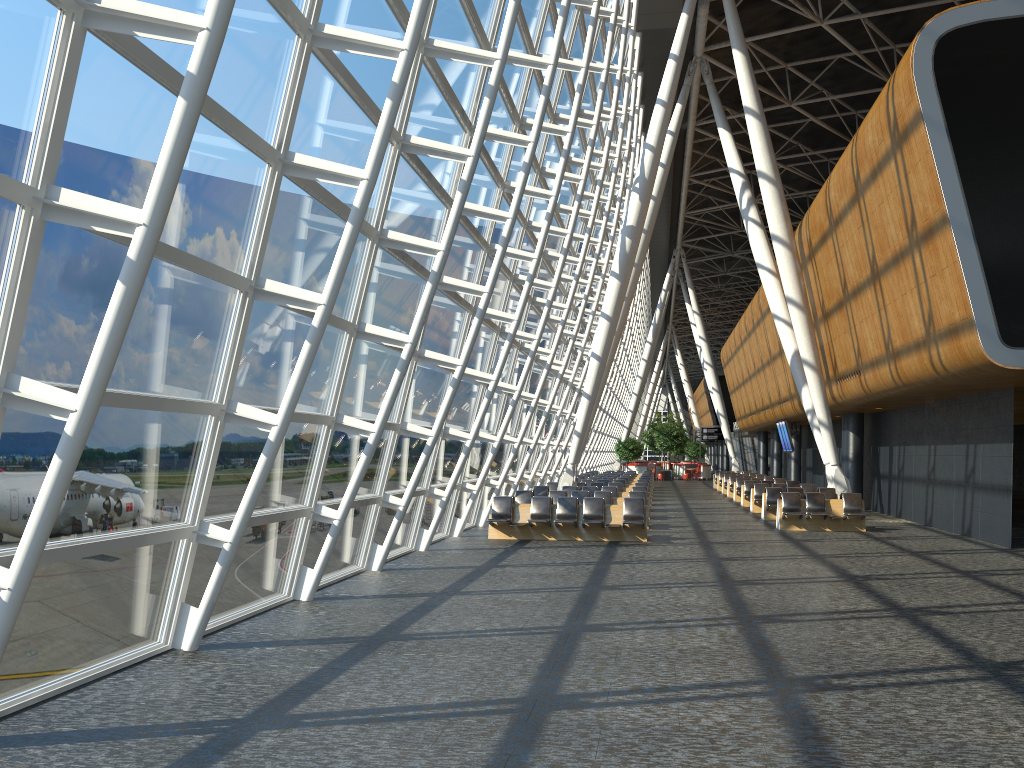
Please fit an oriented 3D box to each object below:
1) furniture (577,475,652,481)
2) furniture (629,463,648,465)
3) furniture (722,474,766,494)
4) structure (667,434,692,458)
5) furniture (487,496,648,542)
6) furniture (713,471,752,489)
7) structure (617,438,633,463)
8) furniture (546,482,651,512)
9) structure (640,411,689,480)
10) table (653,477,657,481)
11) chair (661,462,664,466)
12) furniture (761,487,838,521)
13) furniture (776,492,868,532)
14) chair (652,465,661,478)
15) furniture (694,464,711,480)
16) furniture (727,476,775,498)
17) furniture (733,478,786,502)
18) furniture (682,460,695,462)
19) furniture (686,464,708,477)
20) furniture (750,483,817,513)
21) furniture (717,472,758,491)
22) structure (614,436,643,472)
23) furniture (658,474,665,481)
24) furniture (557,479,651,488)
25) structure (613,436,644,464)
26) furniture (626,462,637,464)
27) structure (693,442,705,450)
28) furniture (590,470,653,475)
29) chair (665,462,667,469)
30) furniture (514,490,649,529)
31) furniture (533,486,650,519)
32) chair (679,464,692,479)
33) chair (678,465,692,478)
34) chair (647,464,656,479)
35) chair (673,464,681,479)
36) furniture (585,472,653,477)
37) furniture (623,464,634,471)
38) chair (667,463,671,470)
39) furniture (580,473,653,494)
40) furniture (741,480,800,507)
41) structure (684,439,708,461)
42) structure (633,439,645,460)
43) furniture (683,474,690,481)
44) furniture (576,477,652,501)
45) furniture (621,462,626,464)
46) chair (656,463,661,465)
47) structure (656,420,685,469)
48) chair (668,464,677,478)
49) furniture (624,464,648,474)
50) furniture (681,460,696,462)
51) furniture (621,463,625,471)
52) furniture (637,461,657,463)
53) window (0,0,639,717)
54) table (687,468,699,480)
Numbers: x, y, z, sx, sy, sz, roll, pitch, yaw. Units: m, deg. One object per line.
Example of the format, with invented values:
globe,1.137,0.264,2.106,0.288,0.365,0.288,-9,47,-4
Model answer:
furniture,4.093,4.161,36.044,3.251,0.870,1.662,-1,-3,9
furniture,9.425,6.354,65.183,0.888,1.009,2.831,1,-4,-23
furniture,10.117,4.352,38.328,1.896,0.870,1.662,0,-3,9
structure,13.292,5.531,70.299,2.279,3.484,2.217,0,0,22
furniture,1.165,2.780,18.292,3.251,0.870,1.662,-1,-3,9
furniture,11.093,4.812,44.245,1.896,0.870,1.662,0,-3,9
structure,8.915,5.569,66.642,1.756,2.819,1.803,0,0,-33
furniture,2.629,3.471,27.168,3.251,0.870,1.662,-1,-3,9
structure,10.091,4.135,59.220,3.092,4.541,5.806,0,-2,2
table,9.068,5.800,56.364,0.798,0.751,0.799,1,-2,-19
chair,12.732,7.195,75.949,0.660,1.012,0.622,0,0,-6
furniture,7.678,3.201,23.534,1.896,0.870,1.662,0,-3,9
furniture,7.190,2.971,20.576,1.896,0.870,1.662,0,-3,9
chair,9.287,5.751,57.400,0.660,1.012,0.622,0,0,34
furniture,12.550,5.787,57.770,0.888,1.008,2.831,0,-4,22
furniture,9.629,4.121,35.369,1.896,0.870,1.662,0,-3,9
furniture,9.141,3.891,32.410,1.896,0.870,1.662,0,-3,9
furniture,20.912,9.442,103.782,1.896,0.870,1.662,0,-3,9
furniture,12.517,6.016,60.726,0.888,1.009,2.831,1,-4,-23
furniture,8.166,3.431,26.493,1.896,0.870,1.662,0,-3,9
furniture,10.605,4.582,41.286,1.896,0.870,1.662,0,-3,9
structure,7.441,4.782,56.289,1.732,2.785,1.779,0,0,-33
furniture,9.496,5.925,56.088,0.443,0.461,0.443,1,-2,-38
furniture,3.117,3.701,30.127,3.251,0.870,1.662,-1,-3,9
structure,7.825,4.910,59.165,1.918,2.975,1.863,0,0,-17
furniture,9.392,6.583,68.140,0.888,1.008,2.831,0,-4,22
structure,15.896,6.283,76.838,1.883,3.002,1.934,0,0,-33
furniture,5.556,4.851,44.920,3.251,0.870,1.662,-1,-3,9
chair,12.827,6.911,72.285,0.660,1.012,0.622,0,0,-6
furniture,1.653,3.011,21.251,3.251,0.870,1.662,-1,-3,9
furniture,2.141,3.241,24.210,3.251,0.870,1.662,-1,-3,9
chair,11.530,5.854,58.664,0.622,1.012,0.660,0,0,-36
chair,11.298,5.769,57.576,0.660,1.012,0.622,0,0,-36
chair,9.152,5.857,58.768,0.622,1.012,0.660,0,0,34
chair,11.366,5.944,59.833,0.622,1.012,0.660,0,0,44
furniture,5.069,4.621,41.962,3.251,0.870,1.662,-1,-3,9
furniture,8.173,6.008,60.748,0.888,1.008,2.831,0,-4,22
chair,12.495,6.610,68.401,0.660,1.012,0.622,0,0,44
furniture,4.581,4.391,39.003,3.251,0.870,1.662,-1,-3,9
furniture,8.654,3.661,29.452,1.896,0.870,1.662,0,-3,9
structure,13.885,5.597,66.631,1.732,2.785,1.779,0,0,-33
structure,8.605,5.293,63.333,1.782,2.857,1.831,0,0,-33
furniture,11.119,5.942,56.259,0.443,0.461,0.443,0,-1,22
furniture,3.605,3.931,33.086,3.251,0.870,1.662,-1,-3,9
furniture,11.960,7.871,83.747,3.251,0.870,1.662,-1,-3,9
chair,10.506,6.326,64.792,0.660,1.012,0.622,0,0,34
structure,13.115,5.354,74.890,3.092,4.544,5.745,0,-2,32
chair,11.276,6.035,61.009,0.660,1.012,0.622,0,0,44
furniture,8.206,5.779,57.792,0.888,1.009,2.831,1,-4,-23
furniture,21.400,9.672,106.741,1.896,0.870,1.662,0,-3,9
furniture,11.472,7.641,80.788,3.251,0.870,1.662,-1,-3,9
furniture,11.707,7.242,76.594,2.828,1.010,0.888,3,-3,-38
window,11.250,1.285,84.035,3.719,14.044,166.409,0,-4,9
table,11.913,5.936,58.034,0.798,0.751,0.799,-1,-2,26
